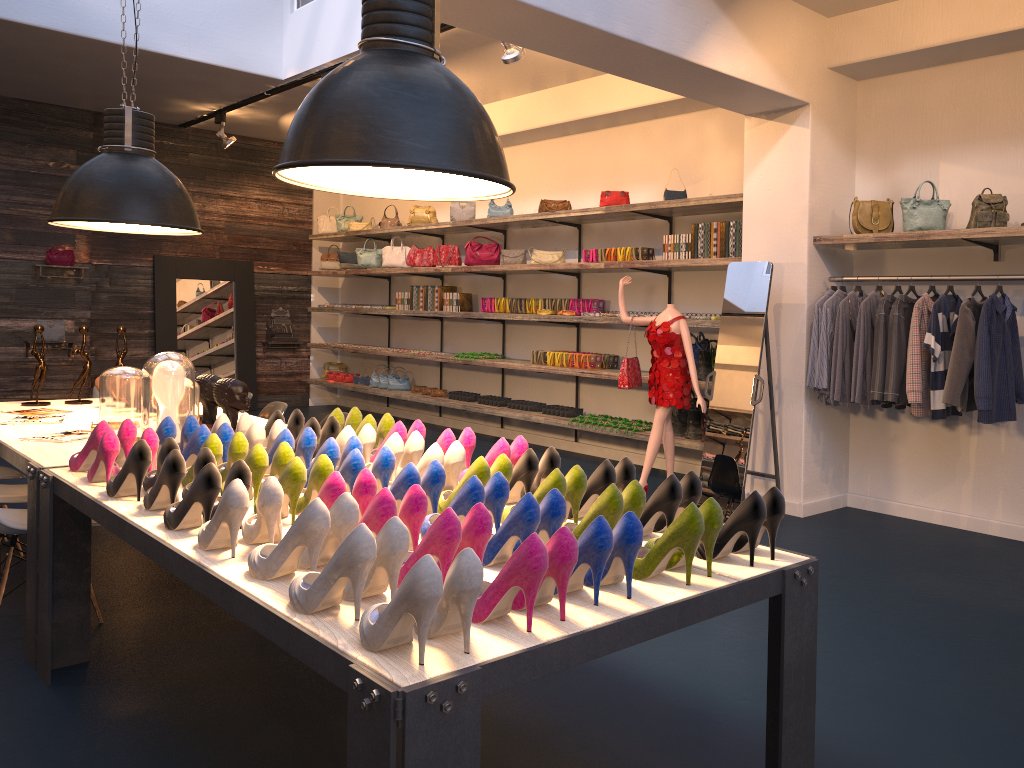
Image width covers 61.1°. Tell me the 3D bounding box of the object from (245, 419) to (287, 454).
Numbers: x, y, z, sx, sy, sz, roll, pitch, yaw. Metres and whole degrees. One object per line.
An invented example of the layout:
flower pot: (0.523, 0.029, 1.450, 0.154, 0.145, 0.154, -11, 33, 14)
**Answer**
object: (-0.962, 0.224, 3.293, 0.219, 0.195, 0.222, -1, 4, -41)

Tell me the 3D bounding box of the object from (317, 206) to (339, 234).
object: (-2.374, -2.172, 11.582, 0.449, 0.385, 0.182, 1, 2, -20)

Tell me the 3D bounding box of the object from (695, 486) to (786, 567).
object: (0.589, 0.356, 2.279, 0.219, 0.195, 0.222, -1, 4, -41)

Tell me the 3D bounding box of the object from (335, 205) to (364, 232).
object: (-2.105, -2.123, 11.220, 0.368, 0.366, 0.176, 2, 1, 0)

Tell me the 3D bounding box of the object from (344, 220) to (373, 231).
object: (-1.958, -2.000, 10.997, 0.355, 0.174, 0.237, 2, 3, 10)

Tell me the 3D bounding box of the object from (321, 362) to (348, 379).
object: (-2.387, -0.183, 11.729, 0.380, 0.234, 0.194, 1, 2, -10)

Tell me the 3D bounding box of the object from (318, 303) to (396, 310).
object: (-1.953, -0.995, 11.135, 0.523, 0.060, 1.397, -2, 6, -41)

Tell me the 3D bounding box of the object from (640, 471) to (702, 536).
object: (0.416, 0.335, 2.472, 0.219, 0.195, 0.222, -1, 4, -41)

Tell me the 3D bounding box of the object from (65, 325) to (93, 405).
object: (-2.566, -0.117, 5.151, 0.140, 0.468, 0.140, 2, 1, 2)

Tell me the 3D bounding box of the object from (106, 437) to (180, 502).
object: (-1.170, 0.260, 2.780, 0.219, 0.195, 0.222, -1, 4, -41)

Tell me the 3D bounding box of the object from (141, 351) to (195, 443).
object: (-1.448, 0.068, 3.663, 0.186, 0.412, 0.218, 3, 2, 37)

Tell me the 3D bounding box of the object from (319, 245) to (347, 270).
object: (-2.360, -1.675, 11.477, 0.352, 0.335, 0.165, 2, 1, 1)

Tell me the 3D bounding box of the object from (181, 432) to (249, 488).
object: (-1.000, 0.251, 2.948, 0.218, 0.195, 0.223, -1, 4, -38)

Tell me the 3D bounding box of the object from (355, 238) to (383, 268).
object: (-1.746, -1.608, 10.697, 0.368, 0.366, 0.176, 2, 1, 0)

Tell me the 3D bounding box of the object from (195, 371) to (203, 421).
object: (-1.577, 0.076, 4.288, 0.167, 0.285, 0.141, 0, 2, -42)

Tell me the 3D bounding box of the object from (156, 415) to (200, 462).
object: (-1.308, 0.210, 3.337, 0.219, 0.195, 0.222, -1, 4, -41)

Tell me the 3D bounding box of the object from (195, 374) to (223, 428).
object: (-1.426, 0.095, 4.115, 0.167, 0.285, 0.141, 0, 2, -42)

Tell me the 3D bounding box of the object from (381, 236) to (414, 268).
object: (-1.353, -1.577, 10.367, 0.415, 0.385, 0.197, 2, 2, 9)

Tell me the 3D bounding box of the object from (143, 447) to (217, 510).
object: (-0.989, 0.279, 2.619, 0.218, 0.195, 0.224, 0, 4, -33)

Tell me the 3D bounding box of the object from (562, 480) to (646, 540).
object: (0.234, 0.343, 2.307, 0.219, 0.195, 0.222, -1, 4, -41)

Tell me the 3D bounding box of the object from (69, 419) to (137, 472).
object: (-1.485, 0.218, 3.172, 0.223, 0.195, 0.218, 4, 4, 43)

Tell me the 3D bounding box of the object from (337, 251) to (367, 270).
object: (-2.028, -1.582, 11.106, 0.423, 0.231, 0.176, 1, 2, -4)

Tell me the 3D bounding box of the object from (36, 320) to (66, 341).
object: (-5.100, -0.592, 9.617, 0.295, 0.230, 0.073, 0, 2, -26)

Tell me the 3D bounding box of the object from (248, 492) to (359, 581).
object: (-0.482, 0.344, 2.023, 0.224, 0.195, 0.217, 4, 4, 35)

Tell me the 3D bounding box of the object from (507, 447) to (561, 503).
object: (0.047, 0.293, 2.844, 0.218, 0.195, 0.224, 0, 4, -33)

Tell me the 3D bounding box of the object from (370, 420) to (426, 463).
object: (-0.454, 0.230, 3.415, 0.219, 0.195, 0.222, -1, 4, -41)

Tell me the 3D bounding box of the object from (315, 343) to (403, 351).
object: (-1.947, -0.474, 10.990, 0.383, 0.024, 1.721, -2, 6, -41)

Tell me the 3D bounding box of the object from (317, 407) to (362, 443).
object: (-0.765, 0.190, 3.784, 0.219, 0.195, 0.222, -1, 4, -41)

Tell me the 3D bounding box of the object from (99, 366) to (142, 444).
object: (-1.690, 0.090, 3.779, 0.198, 0.335, 0.174, 1, 2, -23)

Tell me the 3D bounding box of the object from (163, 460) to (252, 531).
object: (-0.840, 0.300, 2.415, 0.223, 0.195, 0.219, 5, 4, 44)

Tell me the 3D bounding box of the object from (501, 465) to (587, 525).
object: (0.093, 0.323, 2.499, 0.223, 0.195, 0.219, 5, 4, 44)

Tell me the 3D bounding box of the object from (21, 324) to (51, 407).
object: (-2.738, -0.110, 5.001, 0.150, 0.468, 0.129, 1, 1, -30)

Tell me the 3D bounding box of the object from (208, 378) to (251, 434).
object: (-1.270, 0.115, 3.936, 0.167, 0.285, 0.141, 0, 2, -42)

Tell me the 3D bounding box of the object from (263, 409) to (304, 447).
object: (-0.980, 0.195, 3.638, 0.219, 0.195, 0.222, -1, 4, -41)

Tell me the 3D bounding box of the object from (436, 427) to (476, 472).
object: (-0.244, 0.250, 3.251, 0.218, 0.195, 0.223, 0, 4, -34)

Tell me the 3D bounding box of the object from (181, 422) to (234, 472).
object: (-1.126, 0.231, 3.147, 0.223, 0.195, 0.218, 4, 4, 40)

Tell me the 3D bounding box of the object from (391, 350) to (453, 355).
object: (-1.060, -0.365, 9.975, 0.386, 0.029, 0.814, -2, 6, -41)

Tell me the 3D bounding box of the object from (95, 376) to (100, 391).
object: (-2.147, 0.036, 5.063, 0.206, 0.203, 0.474, 4, 4, 36)

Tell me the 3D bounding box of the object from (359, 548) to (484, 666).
object: (-0.164, 0.387, 1.613, 0.218, 0.195, 0.223, 0, 4, -36)

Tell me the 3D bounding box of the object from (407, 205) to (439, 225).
object: (-1.013, -1.913, 9.851, 0.363, 0.234, 0.203, 2, 2, 7)

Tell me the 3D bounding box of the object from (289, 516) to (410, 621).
object: (-0.336, 0.366, 1.811, 0.223, 0.195, 0.218, 4, 4, 40)

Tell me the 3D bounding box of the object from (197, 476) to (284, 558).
object: (-0.683, 0.321, 2.220, 0.218, 0.195, 0.224, 0, 4, -33)

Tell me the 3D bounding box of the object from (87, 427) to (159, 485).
object: (-1.331, 0.239, 2.977, 0.223, 0.195, 0.225, 0, 3, -30)

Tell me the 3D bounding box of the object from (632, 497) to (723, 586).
object: (0.384, 0.364, 2.106, 0.223, 0.195, 0.218, 4, 4, 42)

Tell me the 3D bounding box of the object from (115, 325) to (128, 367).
object: (-2.384, -0.125, 5.314, 0.131, 0.468, 0.148, 2, 1, 25)

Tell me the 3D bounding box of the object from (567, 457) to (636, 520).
object: (0.259, 0.313, 2.678, 0.219, 0.195, 0.222, -1, 4, -41)

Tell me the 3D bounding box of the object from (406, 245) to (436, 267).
object: (-1.027, -1.455, 9.892, 0.332, 0.253, 0.140, 2, 2, 7)

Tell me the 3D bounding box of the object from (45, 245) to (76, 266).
object: (-5.028, -1.433, 9.664, 0.201, 0.243, 0.268, 4, 4, 45)

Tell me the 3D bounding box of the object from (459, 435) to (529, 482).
object: (-0.062, 0.271, 3.063, 0.219, 0.195, 0.222, -1, 4, -45)

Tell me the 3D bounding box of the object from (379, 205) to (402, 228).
object: (-1.461, -2.006, 10.441, 0.279, 0.299, 0.108, 3, 1, 18)

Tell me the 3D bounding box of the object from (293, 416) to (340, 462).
object: (-0.796, 0.217, 3.443, 0.219, 0.195, 0.222, -1, 4, -44)

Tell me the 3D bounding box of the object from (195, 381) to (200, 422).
object: (-1.482, 0.113, 3.854, 0.161, 0.289, 0.188, 3, 2, 37)

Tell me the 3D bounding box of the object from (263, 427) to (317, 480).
object: (-0.810, 0.244, 3.113, 0.219, 0.195, 0.222, -1, 4, -41)

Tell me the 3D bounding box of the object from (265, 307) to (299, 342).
object: (-3.038, -0.787, 11.459, 0.388, 0.460, 0.215, 0, 2, -41)

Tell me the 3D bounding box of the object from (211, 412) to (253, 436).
object: (-1.137, 0.204, 3.475, 0.218, 0.195, 0.223, 0, 4, -35)

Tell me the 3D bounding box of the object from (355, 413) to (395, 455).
object: (-0.599, 0.210, 3.600, 0.219, 0.195, 0.222, -1, 4, -41)
